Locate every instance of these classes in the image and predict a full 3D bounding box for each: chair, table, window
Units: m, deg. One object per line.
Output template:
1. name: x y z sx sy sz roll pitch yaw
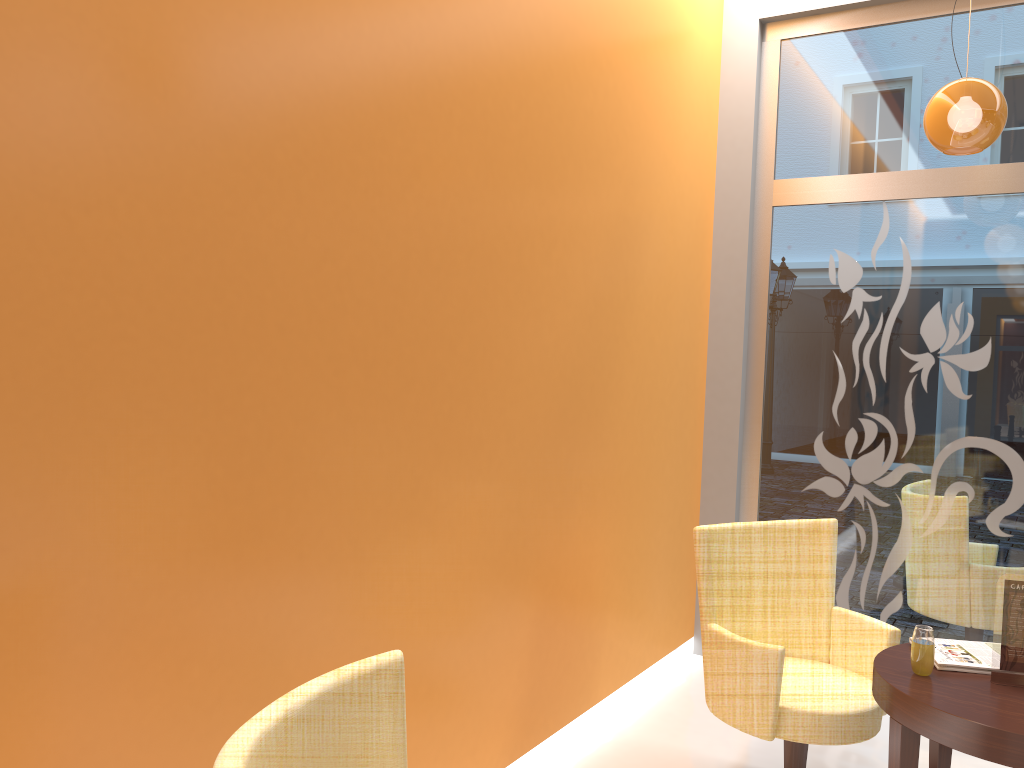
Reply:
1. chair: 1.031 1.046 3.305 0.729 1.017 0.685 2 2 -27
2. chair: -0.128 1.043 1.407 0.685 1.017 0.729 2 1 -1
3. table: 1.548 1.252 2.689 0.874 0.679 0.872 2 1 -12
4. window: 4.806 -0.026 2.778 8.200 3.380 0.040 3 2 31

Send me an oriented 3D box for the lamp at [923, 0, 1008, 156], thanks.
1. lamp: 1.817 -1.670 3.495 0.299 1.500 0.299 3 2 31

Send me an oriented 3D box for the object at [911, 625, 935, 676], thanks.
1. object: 1.272 0.826 2.745 0.067 0.148 0.067 1 2 -34

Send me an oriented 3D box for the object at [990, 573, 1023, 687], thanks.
1. object: 1.570 0.746 2.677 0.209 0.335 0.042 3 1 14

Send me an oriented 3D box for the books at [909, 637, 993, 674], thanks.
1. books: 1.524 0.892 2.906 0.339 0.028 0.273 3 1 6
